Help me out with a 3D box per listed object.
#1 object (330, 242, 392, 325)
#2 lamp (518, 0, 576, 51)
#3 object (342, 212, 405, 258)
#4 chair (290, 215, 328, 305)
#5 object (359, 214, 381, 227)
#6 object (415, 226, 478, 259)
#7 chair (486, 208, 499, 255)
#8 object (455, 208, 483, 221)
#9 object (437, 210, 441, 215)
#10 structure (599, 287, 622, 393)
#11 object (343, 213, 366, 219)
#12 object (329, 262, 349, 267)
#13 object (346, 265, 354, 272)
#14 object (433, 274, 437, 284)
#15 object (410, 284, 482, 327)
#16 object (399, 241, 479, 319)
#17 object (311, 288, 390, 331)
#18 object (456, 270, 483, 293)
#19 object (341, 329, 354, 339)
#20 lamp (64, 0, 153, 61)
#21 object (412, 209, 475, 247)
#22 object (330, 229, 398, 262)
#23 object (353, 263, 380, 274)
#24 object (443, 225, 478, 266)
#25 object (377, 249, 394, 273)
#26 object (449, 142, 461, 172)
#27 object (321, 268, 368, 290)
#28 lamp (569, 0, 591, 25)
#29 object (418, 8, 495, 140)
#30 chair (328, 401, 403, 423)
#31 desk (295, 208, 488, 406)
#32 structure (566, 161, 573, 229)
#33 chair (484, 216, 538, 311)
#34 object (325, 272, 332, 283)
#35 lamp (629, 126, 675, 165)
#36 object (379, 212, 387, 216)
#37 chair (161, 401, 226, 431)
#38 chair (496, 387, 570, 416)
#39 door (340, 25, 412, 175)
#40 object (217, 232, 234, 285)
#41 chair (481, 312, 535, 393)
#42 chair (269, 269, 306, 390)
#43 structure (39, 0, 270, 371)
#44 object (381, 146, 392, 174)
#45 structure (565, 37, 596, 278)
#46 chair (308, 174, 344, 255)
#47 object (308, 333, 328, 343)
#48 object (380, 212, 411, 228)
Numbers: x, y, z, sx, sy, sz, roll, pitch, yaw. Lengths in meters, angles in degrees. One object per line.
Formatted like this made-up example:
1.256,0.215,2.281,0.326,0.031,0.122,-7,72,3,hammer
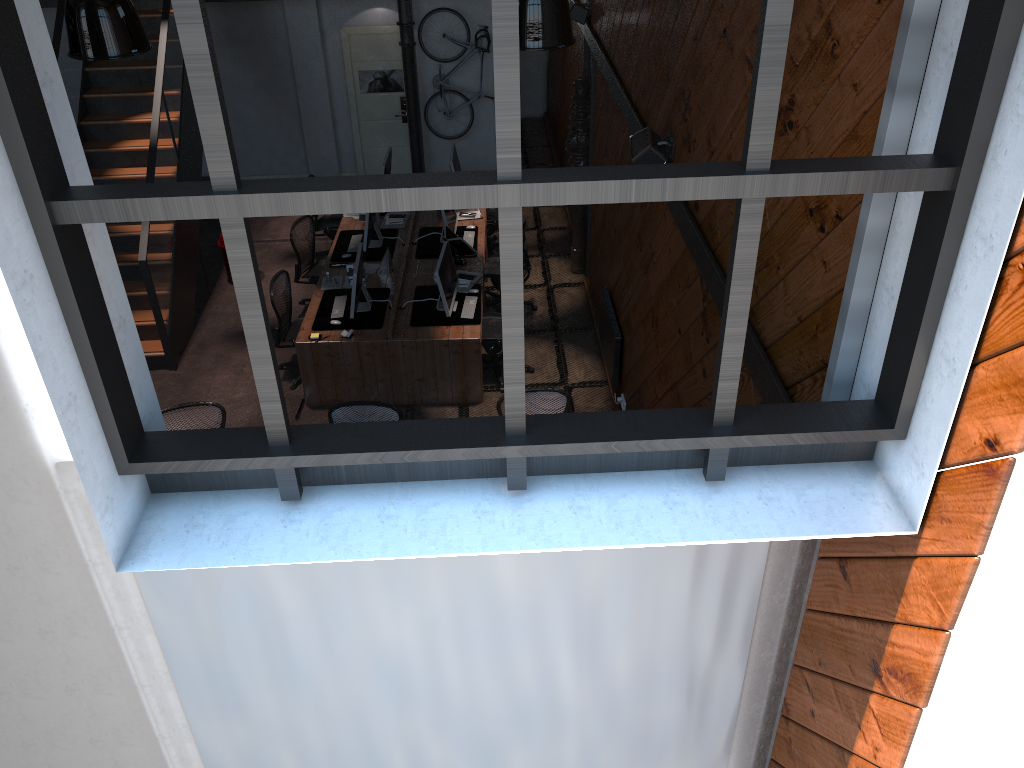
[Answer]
-1.483,-0.983,8.690,0.610,0.573,0.714,-3,34,-2,object
0.105,-2.896,4.289,0.445,2.372,0.445,-4,34,-4,lamp
-1.664,-1.785,9.897,0.735,0.576,0.654,-30,43,-35,object
-2.137,-1.357,10.144,0.792,1.085,0.770,-3,34,-2,chair
-1.673,-1.968,10.590,0.347,0.083,0.129,22,40,30,object
-0.735,-1.619,10.101,0.687,0.008,0.848,-2,34,0,object
-0.303,-2.159,11.268,0.792,1.085,0.770,-15,36,-19,chair
-0.520,-2.049,10.689,0.316,0.060,0.229,-6,34,-7,object
-0.801,-2.222,10.698,0.229,0.351,0.135,-4,34,-3,object
0.960,-0.435,8.704,0.073,0.628,1.064,-2,34,-1,structure
-1.897,-2.116,10.836,0.363,0.065,0.325,12,36,19,object
-1.881,-1.301,9.652,0.215,0.031,0.089,-2,34,-1,object
-1.727,-1.228,9.476,0.076,0.102,0.034,-2,34,-1,object
-0.748,-1.146,9.320,0.128,0.146,0.253,5,34,10,object
-0.649,-0.794,8.865,0.687,0.008,0.848,-2,34,0,object
-0.616,-0.980,8.656,0.811,0.578,0.663,-23,40,-29,object
-1.592,-0.753,8.841,0.687,0.008,0.848,-2,34,0,object
-0.522,-1.076,9.257,0.304,0.017,0.467,11,36,18,object
-1.559,-0.480,8.382,0.106,0.063,0.082,7,35,13,object
-2.283,-2.859,4.329,0.445,2.372,0.445,28,44,36,lamp
-0.661,-1.867,9.982,0.642,0.578,0.772,27,43,36,object
-1.667,-1.579,10.078,0.687,0.008,0.848,-2,34,0,object
-1.600,-1.257,9.598,0.315,0.002,0.246,6,35,11,object
-0.585,-1.479,9.542,0.304,0.380,0.417,-18,37,-23,object
-1.362,-1.345,9.434,0.165,0.320,0.178,3,34,6,object
-0.663,-2.635,11.128,0.648,0.576,0.799,27,43,36,object
-1.764,-1.118,9.311,0.478,0.098,0.319,-3,34,-3,object
0.713,-4.041,9.603,0.262,0.260,0.328,-3,34,-1,lamp
-0.727,-4.400,12.685,1.022,1.846,0.655,-17,37,-22,object
-1.114,0.724,6.995,0.770,1.085,0.792,-9,34,-11,chair
-1.177,-1.278,10.208,1.748,0.840,4.117,-1,34,0,desk
0.796,-2.482,11.768,0.073,0.628,1.064,-2,34,-1,structure
-0.113,-1.330,10.023,0.792,1.085,0.770,-3,34,-2,chair
-1.943,-1.134,9.374,0.054,0.064,0.159,-9,35,-11,object
0.903,-1.532,5.850,0.283,0.287,0.328,-3,34,-2,lamp
-1.570,-2.118,10.773,0.078,0.138,0.099,7,35,13,object
-2.451,0.731,7.038,0.770,1.085,0.792,-21,39,-27,chair
0.236,0.618,7.100,0.770,1.085,0.792,-15,36,-19,chair
-1.913,-4.154,13.250,1.013,2.268,0.064,-2,34,-1,door
-3.362,-1.597,10.872,0.414,0.707,0.414,27,43,35,object
-0.180,-0.559,8.873,0.792,1.085,0.770,-9,34,-11,chair
-2.083,-0.603,9.015,0.792,1.085,0.770,-9,34,-11,chair
-4.132,-3.094,10.806,10.620,4.603,5.793,-2,34,-1,structure
-1.613,-2.587,11.099,0.586,0.581,0.692,-29,43,-35,object
0.870,-2.612,10.429,0.500,2.745,1.003,1,34,3,structure
-2.265,-2.110,11.274,0.792,1.085,0.770,-15,36,-19,chair
-1.852,-0.449,8.380,0.154,0.026,0.158,28,44,36,object
-1.398,-1.968,10.625,0.304,0.017,0.467,2,34,5,object
